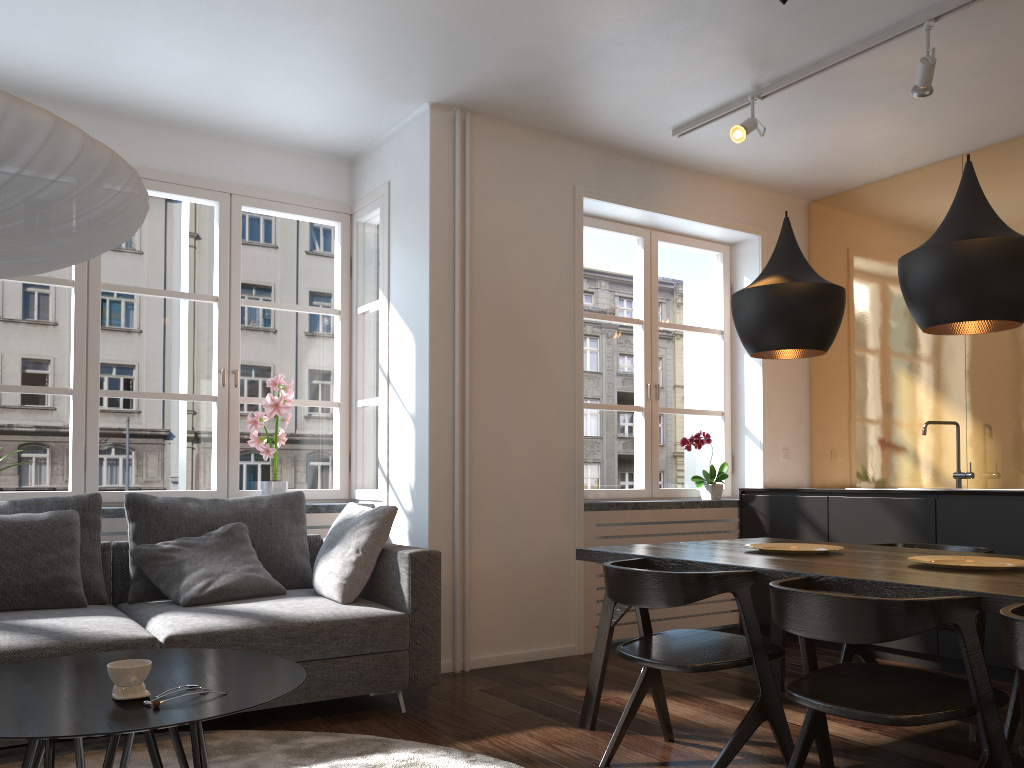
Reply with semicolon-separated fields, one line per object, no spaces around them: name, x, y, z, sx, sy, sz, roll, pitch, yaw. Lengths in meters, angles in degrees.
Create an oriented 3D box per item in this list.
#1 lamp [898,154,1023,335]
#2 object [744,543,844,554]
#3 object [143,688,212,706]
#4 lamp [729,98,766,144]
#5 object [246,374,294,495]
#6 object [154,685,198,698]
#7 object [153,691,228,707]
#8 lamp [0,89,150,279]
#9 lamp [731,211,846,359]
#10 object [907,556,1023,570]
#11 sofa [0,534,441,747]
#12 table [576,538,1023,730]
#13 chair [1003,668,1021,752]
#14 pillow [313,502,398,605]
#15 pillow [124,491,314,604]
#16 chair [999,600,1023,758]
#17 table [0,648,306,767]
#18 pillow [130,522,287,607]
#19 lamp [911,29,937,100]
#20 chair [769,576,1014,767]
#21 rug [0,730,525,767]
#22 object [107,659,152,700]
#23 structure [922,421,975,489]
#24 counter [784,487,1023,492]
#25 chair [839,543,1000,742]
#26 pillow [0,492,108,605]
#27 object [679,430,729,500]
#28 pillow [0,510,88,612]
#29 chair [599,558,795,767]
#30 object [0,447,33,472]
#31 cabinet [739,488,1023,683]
lamp;1.414;-0.441;2.731;0.411;0.539;0.412;-2;-4;33
object;1.043;0.611;3.279;0.356;0.016;0.357;3;-7;-30
object;-0.724;0.673;1.919;0.025;0.016;0.164;-3;-7;31
lamp;1.112;-1.234;4.177;0.085;0.239;0.251;-2;-4;44
object;-1.267;0.292;4.671;0.298;0.688;0.201;-2;-3;36
object;-0.748;0.681;1.971;0.026;0.010;0.124;-2;-6;23
object;-0.687;0.671;1.897;0.015;0.015;0.168;-4;-7;44
lamp;-1.569;-0.398;1.889;1.470;0.209;1.477;0;-6;3
lamp;1.031;-0.380;3.315;0.411;0.539;0.412;0;-3;0
object;1.410;0.552;2.721;0.356;0.016;0.357;-5;-8;37
sofa;-1.569;0.918;2.849;3.072;0.669;2.046;4;-7;-33
table;1.387;0.895;2.675;1.108;0.676;2.509;3;-7;-33
chair;2.012;0.928;2.934;0.520;0.669;0.595;2;-4;-35
pillow;-0.732;0.734;3.892;0.287;0.413;0.495;2;-5;-34
pillow;-1.324;0.733;4.054;0.837;0.475;0.276;3;-4;-33
chair;1.288;0.806;1.785;0.520;0.669;0.595;2;-4;-35
table;-0.913;0.930;2.044;0.848;0.471;0.850;3;-6;-31
pillow;-1.292;0.763;3.785;0.445;0.320;0.493;-4;-6;38
lamp;1.683;-1.300;3.566;0.085;0.238;0.252;0;-4;7
chair;0.952;0.860;2.297;0.520;0.669;0.595;2;-4;-33
rug;-0.968;1.145;1.885;2.842;0.012;2.846;-4;-8;36
object;-0.833;0.647;1.923;0.091;0.069;0.139;2;-6;-21
structure;2.378;0.392;4.819;0.266;0.384;0.110;1;-2;-18
counter;3.089;0.438;3.527;0.733;0.002;5.078;4;-7;-33
chair;1.645;0.992;3.544;0.520;0.669;0.595;3;-4;-37
pillow;-2.093;0.678;3.562;0.840;0.473;0.277;3;-4;-33
object;1.193;0.493;5.411;0.230;0.435;0.407;-2;-4;33
pillow;-2.027;0.691;3.434;0.667;0.396;0.293;3;-5;-33
chair;0.572;0.920;2.864;0.520;0.669;0.595;2;-4;-35
object;-2.357;0.394;3.937;0.323;0.327;0.377;-2;-5;32
cabinet;3.088;0.886;3.513;0.733;0.896;5.081;2;-6;-33
